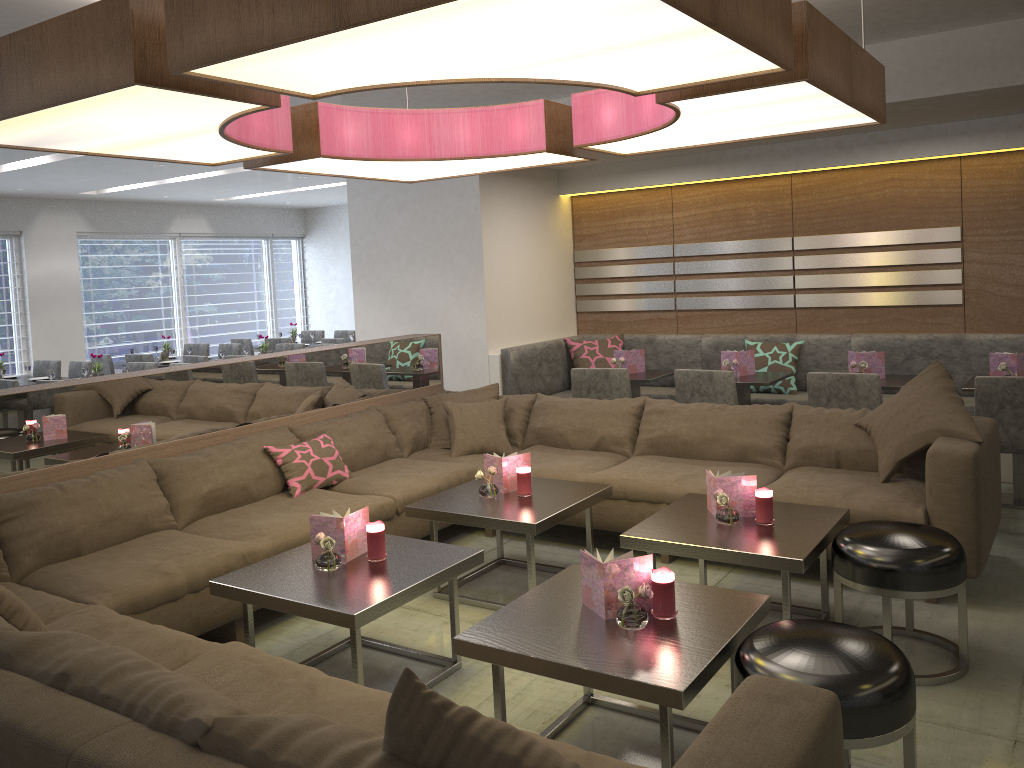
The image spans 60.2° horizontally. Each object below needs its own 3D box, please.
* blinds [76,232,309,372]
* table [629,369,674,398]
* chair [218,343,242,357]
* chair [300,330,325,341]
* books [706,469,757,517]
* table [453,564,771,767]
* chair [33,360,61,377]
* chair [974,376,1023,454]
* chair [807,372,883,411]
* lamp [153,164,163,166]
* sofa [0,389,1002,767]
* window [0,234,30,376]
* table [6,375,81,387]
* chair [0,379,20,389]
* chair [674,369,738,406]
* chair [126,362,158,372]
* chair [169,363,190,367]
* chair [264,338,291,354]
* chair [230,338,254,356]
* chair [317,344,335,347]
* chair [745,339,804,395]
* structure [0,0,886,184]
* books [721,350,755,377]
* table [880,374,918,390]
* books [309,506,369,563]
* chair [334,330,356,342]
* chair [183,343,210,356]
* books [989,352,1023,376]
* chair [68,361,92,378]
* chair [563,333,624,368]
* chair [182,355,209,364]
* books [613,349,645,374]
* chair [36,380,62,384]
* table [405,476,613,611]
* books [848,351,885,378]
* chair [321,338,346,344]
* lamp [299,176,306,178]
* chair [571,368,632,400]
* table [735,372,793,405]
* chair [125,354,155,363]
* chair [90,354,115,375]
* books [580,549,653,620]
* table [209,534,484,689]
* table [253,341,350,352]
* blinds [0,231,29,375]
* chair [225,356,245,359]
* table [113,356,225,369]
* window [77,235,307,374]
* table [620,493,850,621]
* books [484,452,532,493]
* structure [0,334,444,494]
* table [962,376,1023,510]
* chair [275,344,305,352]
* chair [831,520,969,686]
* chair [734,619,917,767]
[{"bbox_3d":[-4.138,-1.043,12.051,0.045,2.033,3.673,-1,6,33],"label":"blinds"},{"bbox_3d":[0.826,0.256,6.027,0.506,0.652,0.509,0,5,33],"label":"table"},{"bbox_3d":[-3.200,-0.034,9.506,0.477,0.759,0.494,0,5,38],"label":"chair"},{"bbox_3d":[-2.674,-0.287,11.297,0.477,0.759,0.495,-1,5,28],"label":"chair"},{"bbox_3d":[0.850,0.423,3.425,0.157,0.164,0.144,-3,5,-1],"label":"books"},{"bbox_3d":[0.306,0.852,2.481,0.657,0.410,0.662,1,7,33],"label":"table"},{"bbox_3d":[-4.589,0.177,8.388,0.477,0.759,0.495,-1,5,28],"label":"chair"},{"bbox_3d":[2.569,0.313,4.473,0.477,0.759,0.495,-1,5,30],"label":"chair"},{"bbox_3d":[1.913,0.290,4.914,0.477,0.759,0.495,0,5,36],"label":"chair"},{"bbox_3d":[-3.160,-1.956,7.902,0.089,0.007,0.089,-4,7,-11],"label":"lamp"},{"bbox_3d":[-0.130,0.637,3.328,3.179,0.672,3.789,2,8,33],"label":"sofa"},{"bbox_3d":[-7.522,-0.220,7.102,0.158,2.061,7.146,-1,7,33],"label":"window"},{"bbox_3d":[-4.553,0.294,7.943,1.189,0.631,0.782,1,7,33],"label":"table"},{"bbox_3d":[-3.712,0.316,6.945,0.477,0.759,0.494,0,5,38],"label":"chair"},{"bbox_3d":[1.277,0.268,5.341,0.477,0.759,0.494,1,5,40],"label":"chair"},{"bbox_3d":[-3.322,0.219,7.552,0.477,0.759,0.495,-1,5,28],"label":"chair"},{"bbox_3d":[-2.872,0.235,7.245,0.477,0.759,0.494,0,5,38],"label":"chair"},{"bbox_3d":[-2.593,-0.184,10.448,0.477,0.759,0.495,-1,5,28],"label":"chair"},{"bbox_3d":[-3.064,-0.191,10.690,0.477,0.759,0.494,0,5,38],"label":"chair"},{"bbox_3d":[-1.933,0.008,8.670,0.477,0.759,0.494,0,5,38],"label":"chair"},{"bbox_3d":[1.806,-0.109,6.158,0.426,0.394,0.220,1,5,34],"label":"chair"},{"bbox_3d":[-0.221,-1.206,3.128,2.446,0.615,2.457,2,8,33],"label":"structure"},{"bbox_3d":[1.454,-0.135,5.687,0.158,0.164,0.143,-6,6,-36],"label":"books"},{"bbox_3d":[2.105,0.299,5.183,0.506,0.652,0.509,0,5,33],"label":"table"},{"bbox_3d":[-0.579,0.534,3.118,0.258,0.164,0.144,-3,5,-3],"label":"books"},{"bbox_3d":[-2.224,-0.271,10.990,0.477,0.759,0.494,0,5,38],"label":"chair"},{"bbox_3d":[-3.651,-0.050,9.814,0.477,0.759,0.495,-1,5,28],"label":"chair"},{"bbox_3d":[2.729,-0.093,4.846,0.158,0.164,0.143,-6,6,-36],"label":"books"},{"bbox_3d":[-4.139,0.193,8.081,0.477,0.759,0.494,0,5,38],"label":"chair"},{"bbox_3d":[0.671,-0.154,6.716,0.492,0.426,0.296,-4,4,-13],"label":"chair"},{"bbox_3d":[-2.774,0.088,8.370,0.477,0.759,0.494,0,5,38],"label":"chair"},{"bbox_3d":[0.811,-0.156,6.111,0.158,0.164,0.143,-6,6,-36],"label":"books"},{"bbox_3d":[-3.241,0.322,6.703,0.477,0.759,0.495,-1,5,28],"label":"chair"},{"bbox_3d":[0.006,0.691,3.876,0.657,0.410,0.662,1,7,33],"label":"table"},{"bbox_3d":[2.107,-0.113,5.256,0.157,0.164,0.144,-3,5,-1],"label":"books"},{"bbox_3d":[-1.797,-0.149,9.854,0.477,0.759,0.494,0,5,38],"label":"chair"},{"bbox_3d":[-2.211,-2.186,9.343,0.089,0.007,0.089,-4,7,-11],"label":"lamp"},{"bbox_3d":[0.658,0.249,5.734,0.476,0.759,0.495,-1,5,26],"label":"chair"},{"bbox_3d":[1.465,0.278,5.605,0.506,0.652,0.509,0,5,33],"label":"table"},{"bbox_3d":[-3.570,0.053,8.964,0.477,0.759,0.495,-1,5,28],"label":"chair"},{"bbox_3d":[-4.041,0.046,9.206,0.477,0.759,0.494,0,5,38],"label":"chair"},{"bbox_3d":[0.301,0.563,2.538,0.158,0.164,0.143,-5,5,-21],"label":"books"},{"bbox_3d":[-0.544,0.824,3.041,0.657,0.410,0.662,1,7,33],"label":"table"},{"bbox_3d":[-2.638,-0.170,10.852,1.189,0.631,0.782,1,7,33],"label":"table"},{"bbox_3d":[-7.441,-0.243,7.034,0.045,2.032,7.141,-1,7,33],"label":"blinds"},{"bbox_3d":[-2.303,0.095,8.128,0.477,0.759,0.495,-1,5,28],"label":"chair"},{"bbox_3d":[-3.615,0.067,9.368,1.189,0.631,0.782,1,7,33],"label":"table"},{"bbox_3d":[-4.230,-1.018,12.103,0.158,2.062,3.681,-1,6,33],"label":"window"},{"bbox_3d":[0.855,0.719,3.316,0.657,0.410,0.662,1,7,33],"label":"table"},{"bbox_3d":[-0.019,0.394,4.001,0.158,0.164,0.143,-6,6,-36],"label":"books"},{"bbox_3d":[-1.565,0.421,4.275,0.224,1.002,3.797,-1,7,33],"label":"structure"},{"bbox_3d":[2.744,0.320,4.761,0.506,0.652,0.509,0,5,33],"label":"table"},{"bbox_3d":[-2.384,-0.008,8.977,0.477,0.759,0.495,-1,5,28],"label":"chair"},{"bbox_3d":[1.320,0.714,3.023,0.422,0.449,0.425,-2,5,15],"label":"chair"},{"bbox_3d":[0.772,0.847,2.189,0.422,0.449,0.425,0,6,30],"label":"chair"}]
